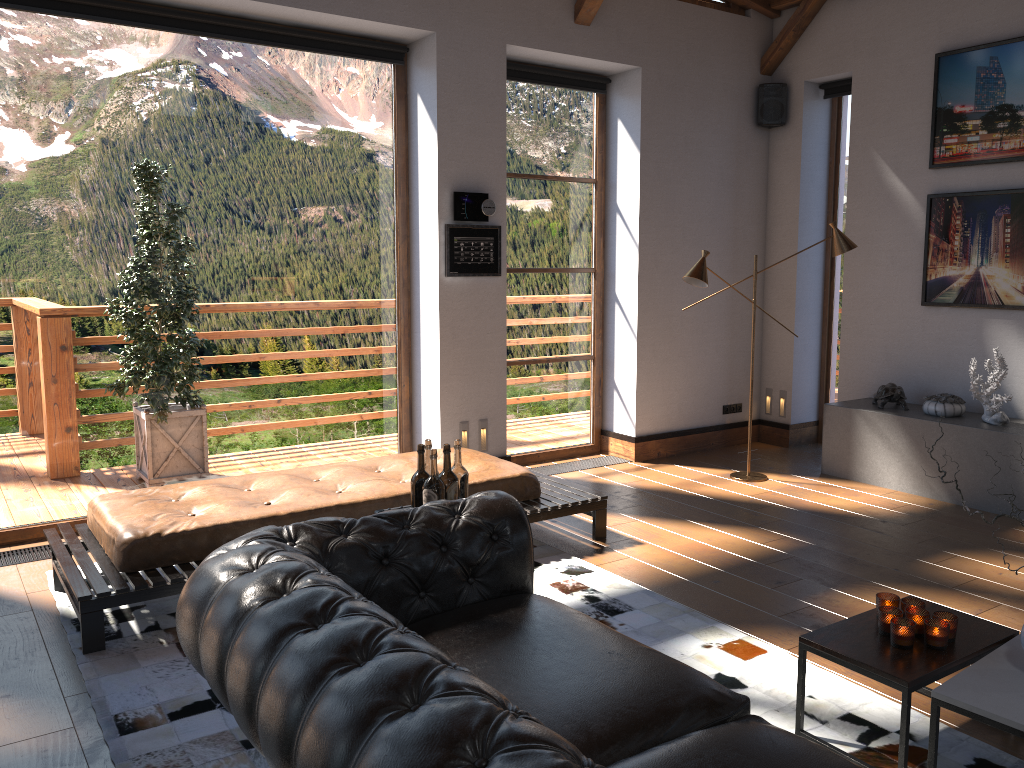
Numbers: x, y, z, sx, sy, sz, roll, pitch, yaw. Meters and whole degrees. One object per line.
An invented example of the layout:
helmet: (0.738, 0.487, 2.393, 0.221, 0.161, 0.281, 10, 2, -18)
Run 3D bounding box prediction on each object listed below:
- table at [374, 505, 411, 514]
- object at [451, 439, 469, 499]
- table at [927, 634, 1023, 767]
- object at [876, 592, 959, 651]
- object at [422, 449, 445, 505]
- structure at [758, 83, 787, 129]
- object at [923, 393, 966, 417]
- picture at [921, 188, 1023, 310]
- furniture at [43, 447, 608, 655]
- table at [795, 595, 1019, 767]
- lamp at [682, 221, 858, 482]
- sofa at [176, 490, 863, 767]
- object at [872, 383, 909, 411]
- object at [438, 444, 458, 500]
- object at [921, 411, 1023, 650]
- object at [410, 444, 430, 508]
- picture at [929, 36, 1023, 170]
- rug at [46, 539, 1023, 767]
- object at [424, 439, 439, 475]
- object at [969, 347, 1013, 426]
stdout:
table: (-0.277, 0.812, 3.543, 0.422, 0.608, 0.401, -5, 9, -34)
object: (-0.217, 0.363, 3.556, 0.088, 0.286, 0.087, -3, 8, -24)
table: (1.604, 1.061, 2.665, 0.658, 0.349, 0.396, -6, 10, -39)
object: (1.355, 0.798, 2.990, 0.246, 0.081, 0.303, 1, 8, 4)
object: (-0.299, 0.388, 3.376, 0.087, 0.286, 0.088, 5, 8, 32)
structure: (2.201, -2.357, 7.504, 0.216, 0.349, 0.211, -5, 9, -34)
object: (3.043, 0.141, 6.248, 0.262, 0.160, 0.278, -5, 9, -32)
picture: (3.295, -0.936, 6.193, 0.036, 0.815, 0.870, -5, 9, -34)
furniture: (-0.919, 0.720, 4.822, 2.792, 0.436, 1.164, -5, 9, -34)
table: (1.340, 1.013, 3.006, 0.658, 0.349, 0.396, -5, 9, -34)
lamp: (1.781, -0.229, 6.452, 1.330, 1.895, 0.525, -2, 7, -14)
sofa: (0.142, 0.911, 1.991, 1.254, 0.837, 2.540, -5, 9, -34)
object: (2.807, 0.086, 6.557, 0.225, 0.182, 0.408, 1, 8, 10)
object: (-0.255, 0.376, 3.465, 0.086, 0.286, 0.089, 5, 9, 33)
object: (1.560, 0.485, 2.612, 0.625, 0.806, 0.403, -3, 8, -23)
object: (-0.353, 0.376, 3.462, 0.087, 0.286, 0.088, 1, 7, 5)
picture: (3.295, -1.922, 6.071, 0.036, 0.815, 0.870, -5, 9, -34)
rug: (-0.367, 1.072, 3.679, 2.460, 0.053, 3.771, -5, 9, -33)
object: (-0.334, 0.364, 3.553, 0.088, 0.286, 0.087, -3, 8, -22)
object: (3.170, 0.011, 5.880, 0.257, 0.531, 0.431, 3, 8, 24)
